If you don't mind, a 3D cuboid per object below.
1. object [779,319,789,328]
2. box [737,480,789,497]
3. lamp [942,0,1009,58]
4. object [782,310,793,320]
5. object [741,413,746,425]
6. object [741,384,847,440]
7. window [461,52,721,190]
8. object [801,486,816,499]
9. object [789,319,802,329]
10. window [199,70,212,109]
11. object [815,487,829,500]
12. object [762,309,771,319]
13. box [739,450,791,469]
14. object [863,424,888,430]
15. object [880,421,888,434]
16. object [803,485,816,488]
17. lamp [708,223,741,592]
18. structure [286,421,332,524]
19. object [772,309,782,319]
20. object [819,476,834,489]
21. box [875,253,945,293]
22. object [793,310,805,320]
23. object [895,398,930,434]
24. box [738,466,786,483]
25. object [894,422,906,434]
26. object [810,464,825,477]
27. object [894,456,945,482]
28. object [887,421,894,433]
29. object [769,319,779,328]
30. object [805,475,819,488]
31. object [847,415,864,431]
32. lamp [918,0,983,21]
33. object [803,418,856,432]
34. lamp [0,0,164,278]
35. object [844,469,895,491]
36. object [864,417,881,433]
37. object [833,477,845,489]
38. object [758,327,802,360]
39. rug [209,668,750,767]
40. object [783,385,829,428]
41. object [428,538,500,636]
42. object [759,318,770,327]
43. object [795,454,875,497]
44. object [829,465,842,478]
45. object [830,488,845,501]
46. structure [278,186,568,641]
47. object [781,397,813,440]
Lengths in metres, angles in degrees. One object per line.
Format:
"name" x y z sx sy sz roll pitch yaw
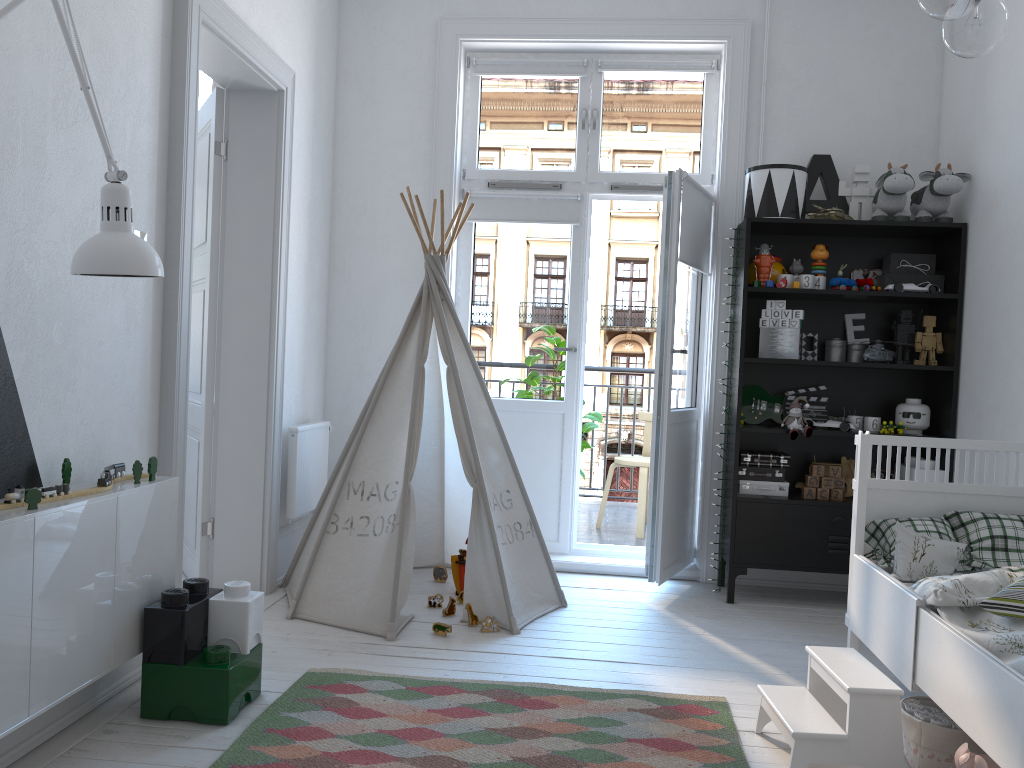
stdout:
"object" 1.192 -0.264 3.882 0.040 0.040 0.040 3 1 21
"box" 1.128 0.463 4.020 0.215 0.062 0.179 3 1 6
"lamp" 0.391 -1.193 1.701 0.074 1.530 1.381 2 1 -20
"object" 1.206 -0.303 3.876 0.040 0.040 0.040 3 2 36
"object" 1.047 0.159 4.049 0.042 0.054 0.031 3 1 16
"object" 1.309 0.130 4.099 0.542 0.239 0.093 3 1 6
"window" 0.382 -1.307 4.396 1.263 0.660 0.101 3 1 6
"object" 1.309 0.479 3.913 0.050 0.050 0.050 3 1 6
"object" 1.235 -0.261 3.865 0.040 0.040 0.040 3 2 36
"window" -2.180 -0.896 4.880 1.357 1.902 0.094 3 1 6
"object" 1.367 0.482 3.907 0.050 0.050 0.050 3 1 11
"object" 1.121 -0.307 3.908 0.040 0.040 0.040 3 1 16
"box" 1.133 0.340 4.018 0.215 0.062 0.179 3 1 6
"object" 1.639 0.195 4.041 0.163 0.034 0.069 3 1 6
"object" 1.610 0.188 3.832 0.042 0.054 0.031 2 2 -34
"object" 1.329 0.479 3.966 0.050 0.050 0.050 3 1 6
"lamp" 1.424 0.131 4.028 0.985 1.684 0.095 3 1 3
"structure" -0.918 0.408 4.098 0.075 0.460 0.635 3 1 2
"object" 1.164 -0.305 3.892 0.040 0.040 0.040 3 1 26
"object" 1.385 0.433 3.904 0.050 0.050 0.050 3 1 6
"box" 1.779 -0.483 3.961 0.251 0.189 0.179 3 1 6
"object" 1.248 -0.301 3.860 0.040 0.040 0.040 3 1 31
"object" 1.771 0.145 3.920 0.139 0.162 0.139 2 1 -19
"box" 1.112 0.401 4.020 0.215 0.062 0.179 3 1 6
"object" 1.685 0.191 3.848 0.031 0.054 0.042 1 2 -39
"object" 1.349 0.382 3.919 0.050 0.050 0.050 3 1 6
"object" 1.793 0.426 3.909 0.132 0.199 0.267 3 1 6
"object" 1.657 0.189 3.881 0.042 0.054 0.031 3 1 6
"object" 1.153 -0.266 3.905 0.040 0.040 0.040 3 1 11
"object" 1.330 0.430 3.930 0.050 0.050 0.050 3 1 6
"object" 1.525 0.175 3.941 0.067 0.067 0.067 3 1 20
"lamp" 0.308 -1.194 1.589 0.074 1.530 1.381 2 1 -20
"object" 1.396 0.180 3.915 0.230 0.048 0.098 3 1 31
"lamp" -1.050 -0.577 1.892 0.200 0.656 0.651 4 2 39
"object" 1.629 0.453 4.104 0.347 0.120 0.034 3 1 6
"object" 1.580 0.179 3.889 0.067 0.067 0.067 3 1 20
"object" 1.441 0.435 3.926 0.050 0.050 0.050 3 1 6
"object" 1.186 -0.177 3.923 0.170 0.138 0.124 3 1 21
"rug" -0.100 0.940 1.764 1.320 0.016 2.028 3 1 6
"object" 1.349 0.101 4.068 0.201 0.199 0.048 3 1 6
"object" -0.145 0.770 3.622 0.385 0.284 0.856 2 1 -3
"object" 1.114 -0.267 3.911 0.040 0.040 0.040 3 1 21
"object" 1.469 0.419 4.030 0.337 0.186 0.111 3 1 21
"object" 1.429 0.385 3.913 0.050 0.050 0.050 3 1 26
"object" 1.434 0.485 3.901 0.050 0.050 0.050 3 2 36
"structure" -0.342 0.034 3.715 1.143 1.750 1.143 2 1 -19
"object" 1.230 0.147 3.814 0.110 0.186 0.129 2 1 -7
